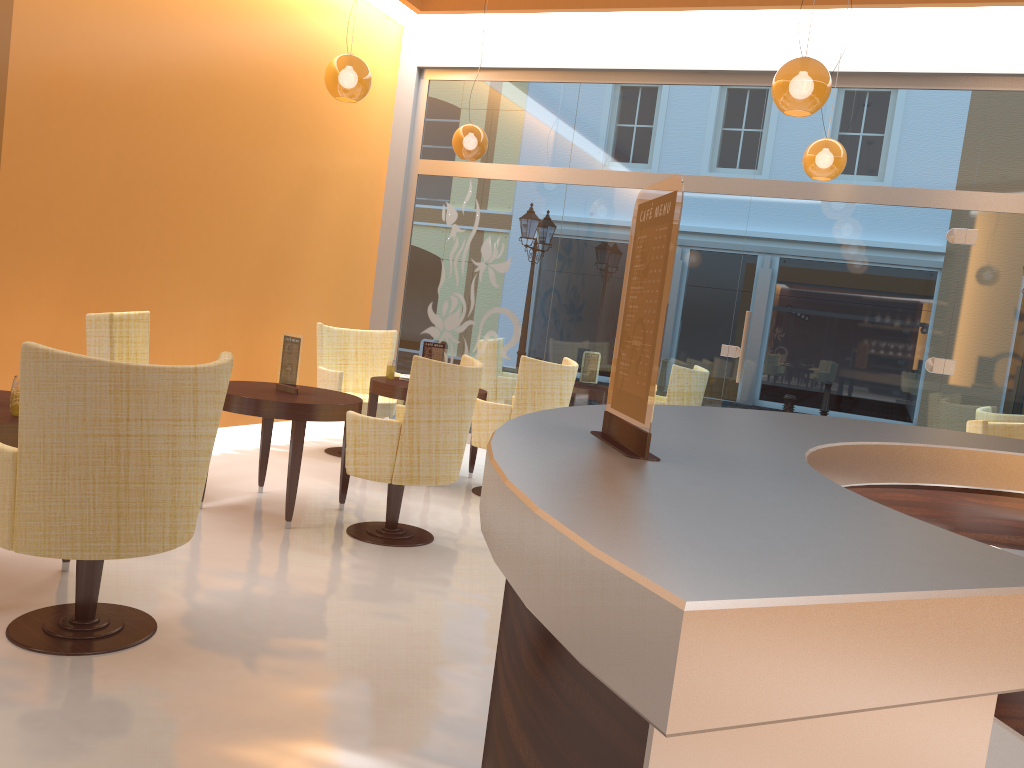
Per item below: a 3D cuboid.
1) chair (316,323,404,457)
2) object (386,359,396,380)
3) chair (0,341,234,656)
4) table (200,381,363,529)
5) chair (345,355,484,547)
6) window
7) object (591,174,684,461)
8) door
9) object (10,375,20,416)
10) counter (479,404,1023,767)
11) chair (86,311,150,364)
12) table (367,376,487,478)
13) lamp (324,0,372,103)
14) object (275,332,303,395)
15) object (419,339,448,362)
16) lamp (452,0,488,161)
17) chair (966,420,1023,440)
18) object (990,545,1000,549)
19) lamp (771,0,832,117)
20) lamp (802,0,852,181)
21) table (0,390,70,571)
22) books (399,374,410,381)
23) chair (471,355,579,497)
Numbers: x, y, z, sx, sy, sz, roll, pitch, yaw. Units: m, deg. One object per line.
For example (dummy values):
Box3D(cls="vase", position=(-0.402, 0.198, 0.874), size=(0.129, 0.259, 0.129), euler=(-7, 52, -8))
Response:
Box3D(cls="chair", position=(-1.240, 0.054, 7.151), size=(0.729, 1.017, 0.685), euler=(4, 6, -35))
Box3D(cls="object", position=(-0.904, -0.107, 6.621), size=(0.067, 0.148, 0.067), euler=(3, 6, -43))
Box3D(cls="chair", position=(-1.396, 0.362, 3.045), size=(0.685, 1.017, 0.729), euler=(11, 6, 39))
Box3D(cls="table", position=(-1.328, 0.381, 5.058), size=(0.874, 0.679, 0.872), euler=(5, 5, -31))
Box3D(cls="chair", position=(-0.553, 0.329, 4.811), size=(0.685, 1.017, 0.729), euler=(9, 5, 19))
Box3D(cls="window", position=(2.647, -0.701, 7.129), size=(8.200, 3.380, 0.040), euler=(9, 5, 23))
Box3D(cls="object", position=(0.202, -0.108, 1.390), size=(0.052, 0.414, 0.258), euler=(7, 5, -8))
Box3D(cls="door", position=(2.583, -0.207, 7.168), size=(1.640, 2.499, 0.020), euler=(9, 5, 23))
Box3D(cls="object", position=(-1.806, 0.033, 3.267), size=(0.072, 0.171, 0.067), euler=(8, 5, 5))
Box3D(cls="counter", position=(1.097, 0.729, 1.943), size=(2.917, 1.100, 1.586), euler=(5, 5, -22))
Box3D(cls="chair", position=(-2.110, 0.106, 5.105), size=(0.685, 1.017, 0.729), euler=(7, 5, -9))
Box3D(cls="table", position=(-0.658, 0.341, 6.634), size=(0.874, 0.679, 0.872), euler=(6, 5, -21))
Box3D(cls="lamp", position=(-0.972, -2.563, 5.632), size=(0.299, 1.500, 0.299), euler=(9, 5, 23))
Box3D(cls="object", position=(-1.259, -0.120, 5.027), size=(0.209, 0.335, 0.042), euler=(11, 6, 40))
Box3D(cls="object", position=(-0.594, -0.160, 6.593), size=(0.209, 0.335, 0.042), euler=(8, 5, 6))
Box3D(cls="lamp", position=(-0.268, -2.605, 7.288), size=(0.299, 1.500, 0.299), euler=(9, 5, 23))
Box3D(cls="chair", position=(3.051, 0.749, 5.346), size=(0.729, 1.017, 0.685), euler=(4, 6, -35))
Box3D(cls="object", position=(1.207, 0.434, 2.270), size=(0.153, 0.020, 0.153), euler=(7, 5, -6))
Box3D(cls="lamp", position=(1.581, -2.149, 4.558), size=(0.299, 1.500, 0.299), euler=(10, 5, 33))
Box3D(cls="lamp", position=(2.284, -2.191, 6.214), size=(0.299, 1.500, 0.299), euler=(7, 5, -3))
Box3D(cls="table", position=(-2.138, 0.409, 3.413), size=(0.874, 0.679, 0.872), euler=(4, 6, -36))
Box3D(cls="books", position=(-0.684, -0.035, 6.822), size=(0.339, 0.028, 0.273), euler=(7, 5, -2))
Box3D(cls="chair", position=(0.057, 0.293, 6.246), size=(0.685, 1.017, 0.729), euler=(10, 5, 26))
